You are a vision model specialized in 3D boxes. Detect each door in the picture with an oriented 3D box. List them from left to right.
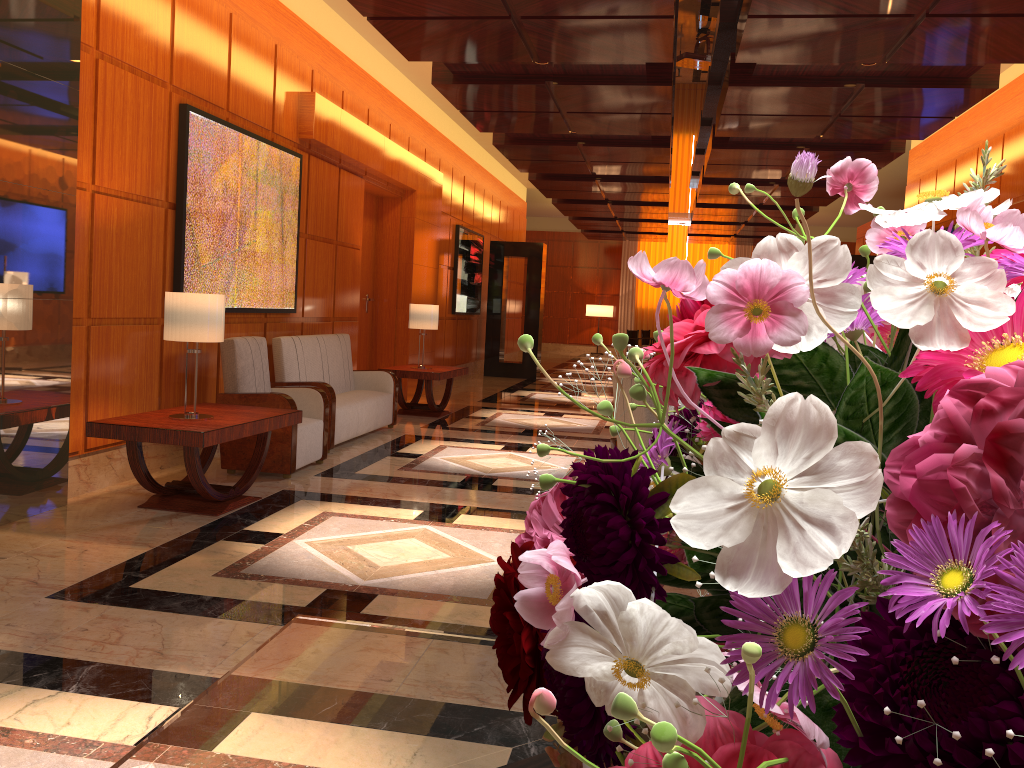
[{"bbox_3d":[-1.800,-1.067,10.864,0.340,2.646,1.502,3,3,10],"label":"door"},{"bbox_3d":[5.429,-0.592,9.645,0.340,2.646,1.540,3,3,10],"label":"door"}]

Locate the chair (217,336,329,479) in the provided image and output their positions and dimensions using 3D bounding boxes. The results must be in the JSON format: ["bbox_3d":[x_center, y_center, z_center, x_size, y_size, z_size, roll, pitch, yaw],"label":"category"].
[{"bbox_3d":[-1.763,0.142,6.550,0.629,0.959,0.739,3,3,9],"label":"chair"}]

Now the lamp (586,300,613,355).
[{"bbox_3d":[2.621,-1.703,26.802,0.810,1.658,0.812,0,4,-40],"label":"lamp"}]

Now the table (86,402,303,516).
[{"bbox_3d":[-1.876,0.456,5.375,0.725,0.533,1.170,4,5,13],"label":"table"}]

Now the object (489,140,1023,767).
[{"bbox_3d":[0.307,0.168,0.574,0.650,0.657,0.681,3,4,1],"label":"object"}]

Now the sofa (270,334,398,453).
[{"bbox_3d":[-1.600,0.026,8.161,0.613,0.930,1.802,4,4,10],"label":"sofa"}]

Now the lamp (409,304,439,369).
[{"bbox_3d":[2.214,0.085,4.730,0.335,0.733,13.033,1,5,-31],"label":"lamp"}]

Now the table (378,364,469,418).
[{"bbox_3d":[-1.020,0.080,10.309,0.725,0.533,1.170,4,5,13],"label":"table"}]

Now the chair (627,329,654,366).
[{"bbox_3d":[3.220,-0.933,22.652,0.584,0.892,0.577,0,4,-42],"label":"chair"}]

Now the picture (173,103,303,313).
[{"bbox_3d":[-2.153,-1.303,7.178,0.056,1.449,2.000,3,4,10],"label":"picture"}]

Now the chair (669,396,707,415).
[{"bbox_3d":[1.696,0.225,7.659,0.739,0.959,0.629,5,4,29],"label":"chair"}]

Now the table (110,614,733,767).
[{"bbox_3d":[0.269,0.869,0.588,1.601,0.743,1.603,4,5,10],"label":"table"}]

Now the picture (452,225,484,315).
[{"bbox_3d":[-0.742,-1.925,15.313,0.056,1.449,2.000,3,4,10],"label":"picture"}]

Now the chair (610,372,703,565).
[{"bbox_3d":[0.893,0.430,4.772,0.628,0.959,0.739,2,4,-11],"label":"chair"}]

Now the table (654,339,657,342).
[{"bbox_3d":[4.711,-0.787,22.565,2.106,0.740,0.785,1,4,-19],"label":"table"}]

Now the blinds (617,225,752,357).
[{"bbox_3d":[5.218,-2.793,26.954,3.854,4.057,0.149,4,3,10],"label":"blinds"}]

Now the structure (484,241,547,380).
[{"bbox_3d":[0.064,-1.373,16.483,0.986,2.493,0.501,3,3,10],"label":"structure"}]

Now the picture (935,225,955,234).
[{"bbox_3d":[5.598,-1.307,11.891,0.056,1.449,2.000,3,4,10],"label":"picture"}]

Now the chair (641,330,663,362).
[{"bbox_3d":[3.743,-1.004,23.796,0.577,0.892,0.584,5,4,38],"label":"chair"}]
